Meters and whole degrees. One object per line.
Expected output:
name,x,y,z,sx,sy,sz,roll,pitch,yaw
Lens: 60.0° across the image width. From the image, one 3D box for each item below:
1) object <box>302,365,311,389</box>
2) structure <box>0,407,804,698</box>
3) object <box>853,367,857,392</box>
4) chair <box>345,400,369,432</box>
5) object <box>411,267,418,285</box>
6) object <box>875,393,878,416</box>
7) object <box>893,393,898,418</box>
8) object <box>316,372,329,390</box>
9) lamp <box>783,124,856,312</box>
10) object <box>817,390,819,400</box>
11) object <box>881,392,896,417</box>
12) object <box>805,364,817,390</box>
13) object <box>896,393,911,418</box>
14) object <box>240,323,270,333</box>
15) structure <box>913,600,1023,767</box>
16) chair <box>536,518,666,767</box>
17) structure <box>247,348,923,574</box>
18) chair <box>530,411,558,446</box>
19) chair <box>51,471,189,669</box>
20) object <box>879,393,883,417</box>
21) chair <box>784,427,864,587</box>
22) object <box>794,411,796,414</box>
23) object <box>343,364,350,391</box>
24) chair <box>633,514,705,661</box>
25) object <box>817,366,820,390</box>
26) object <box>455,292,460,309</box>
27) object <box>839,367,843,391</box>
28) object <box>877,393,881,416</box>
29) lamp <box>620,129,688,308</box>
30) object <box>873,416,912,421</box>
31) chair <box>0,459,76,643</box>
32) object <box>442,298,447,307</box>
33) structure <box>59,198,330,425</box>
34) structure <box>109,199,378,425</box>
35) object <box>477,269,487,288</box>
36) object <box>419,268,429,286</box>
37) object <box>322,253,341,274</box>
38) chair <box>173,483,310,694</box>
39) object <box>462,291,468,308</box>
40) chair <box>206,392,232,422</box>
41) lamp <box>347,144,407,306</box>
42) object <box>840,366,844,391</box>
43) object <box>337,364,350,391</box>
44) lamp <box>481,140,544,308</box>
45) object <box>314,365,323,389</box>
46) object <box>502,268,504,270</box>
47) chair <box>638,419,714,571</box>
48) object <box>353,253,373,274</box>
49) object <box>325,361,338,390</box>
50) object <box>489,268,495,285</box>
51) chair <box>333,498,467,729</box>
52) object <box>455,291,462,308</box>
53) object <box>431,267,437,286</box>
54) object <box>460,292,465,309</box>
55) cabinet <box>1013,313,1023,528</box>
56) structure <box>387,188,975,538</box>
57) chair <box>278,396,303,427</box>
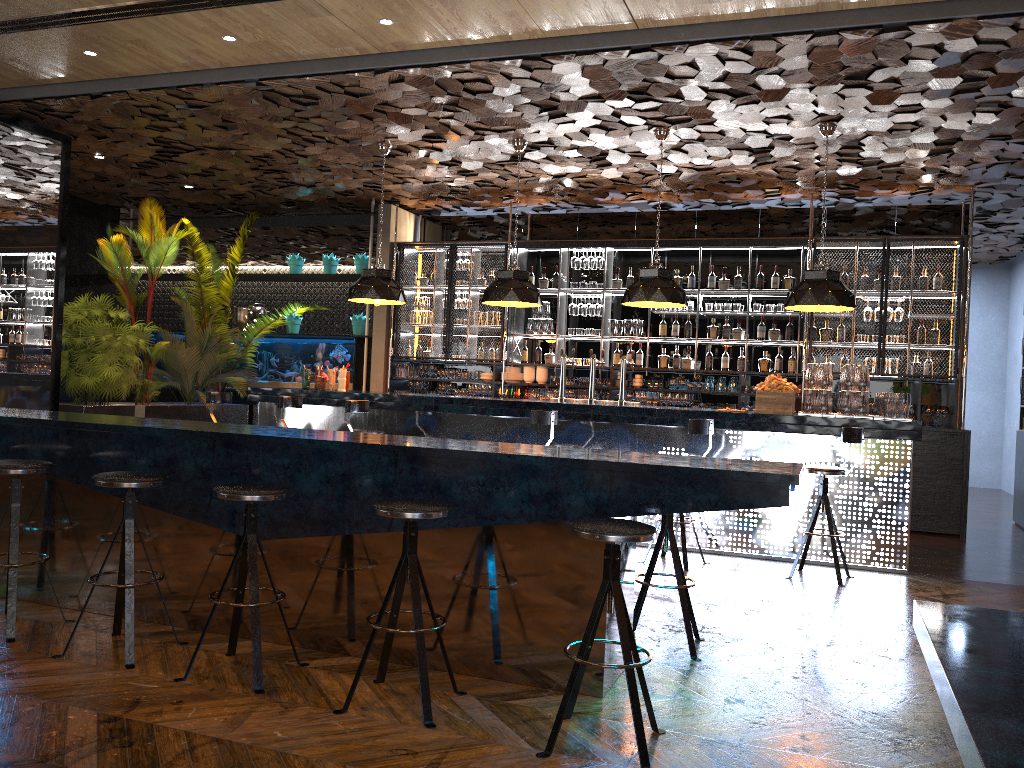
object,-2.030,-0.067,8.746,0.086,0.237,0.084,3,0,39
structure,-1.123,0.749,4.570,4.941,0.998,0.673,3,0,20
object,2.923,-0.039,7.473,0.105,0.209,0.105,3,0,45
chair,-1.215,0.698,7.491,0.476,1.108,0.419,3,0,20
object,-1.286,-1.410,11.713,0.075,0.260,0.075,3,0,-21
object,3.165,0.184,7.597,0.105,0.209,0.105,3,0,45
object,3.044,0.177,7.037,0.105,0.209,0.105,3,0,45
object,-1.860,-0.037,8.682,0.110,0.191,0.131,3,0,32
lamp,2.662,-1.424,7.580,0.582,1.564,0.607,3,0,20
object,2.627,0.157,7.511,0.105,0.209,0.105,3,0,45
object,2.951,0.173,6.955,0.105,0.209,0.105,3,0,-5
object,2.458,-0.061,7.274,0.105,0.209,0.105,3,0,45
object,3.049,0.177,6.908,0.105,0.209,0.105,3,0,-5
object,-3.622,-0.775,12.493,0.320,0.135,0.250,3,0,20
structure,1.631,0.870,0.596,2.476,0.998,0.673,3,0,20
chair,0.355,0.910,3.250,0.419,0.813,0.419,3,0,15
structure,0.434,0.487,8.203,6.009,1.685,1.214,3,0,20
chair,0.126,0.760,7.116,0.476,1.108,0.419,3,0,35
chair,-1.764,0.813,4.061,0.419,0.813,0.419,3,0,15
object,3.026,0.177,7.172,0.105,0.209,0.105,3,0,45
chair,2.295,0.860,6.458,0.476,1.108,0.419,3,0,30
object,2.333,0.241,7.750,0.273,0.019,0.437,3,0,20
object,-1.649,-0.070,8.756,0.091,0.277,0.080,3,0,-38
chair,0.788,0.933,4.556,0.419,0.813,0.419,3,0,15
object,2.654,-0.051,7.560,0.105,0.209,0.105,3,0,45
object,-0.716,-1.089,11.542,0.081,0.213,0.081,3,0,25
object,2.866,-0.041,7.612,0.105,0.209,0.105,3,0,45
object,3.091,0.180,7.381,0.105,0.209,0.105,3,0,-5
lamp,1.309,-1.487,7.938,0.582,1.564,0.607,3,0,20
object,3.016,0.271,7.050,0.273,0.019,0.437,3,0,20
chair,-2.441,0.782,4.345,0.419,0.813,0.419,3,0,15
object,-0.855,-1.095,11.439,0.081,0.213,0.081,3,0,25
structure,-4.203,-0.661,11.422,1.873,3.561,4.073,3,0,21
structure,-3.700,-0.720,12.532,4.269,3.734,0.705,3,0,20
object,-0.384,-1.353,11.361,0.108,0.244,0.108,3,0,8
object,-1.153,-1.394,11.623,0.108,0.244,0.108,3,0,8
object,-2.454,-1.618,12.023,0.244,0.325,0.255,3,0,-43
chair,-1.140,0.842,3.836,0.419,0.813,0.419,3,0,15
object,-0.598,-1.084,11.347,0.081,0.213,0.081,3,0,25
chair,-2.625,0.634,8.193,0.476,1.108,0.419,3,0,20
lamp,-1.317,-1.582,8.873,0.582,1.606,0.607,3,0,20
object,2.836,-0.043,7.499,0.105,0.209,0.105,3,0,45
object,-1.642,-0.063,8.619,0.081,0.264,0.099,3,0,40
lamp,0.037,-1.545,8.521,0.582,1.564,0.607,3,0,20
object,-1.929,-0.067,8.863,0.078,0.246,0.084,3,0,18
object,-0.119,-1.343,11.264,0.073,0.246,0.072,3,0,35
chair,1.287,0.814,6.750,0.476,1.108,0.419,3,0,35
object,-2.000,-1.598,11.856,0.265,0.325,0.245,3,0,13
object,-1.819,-0.088,8.911,0.105,0.298,0.116,3,0,-39
object,-0.255,-1.349,11.313,0.073,0.246,0.072,3,0,5
chair,-0.421,0.875,3.564,0.419,0.813,0.419,3,0,15
object,-0.683,-1.088,11.377,0.081,0.213,0.081,3,0,25
object,-1.020,-1.398,11.592,0.075,0.261,0.075,3,0,-21
object,-0.635,-1.085,11.513,0.081,0.213,0.081,3,0,25
cabinet,5.355,-0.199,8.010,0.691,3.514,4.416,3,0,20
structure,1.594,-0.388,10.435,6.750,3.553,1.143,3,0,20
chair,-1.876,0.668,7.855,0.476,1.108,0.419,3,0,20
